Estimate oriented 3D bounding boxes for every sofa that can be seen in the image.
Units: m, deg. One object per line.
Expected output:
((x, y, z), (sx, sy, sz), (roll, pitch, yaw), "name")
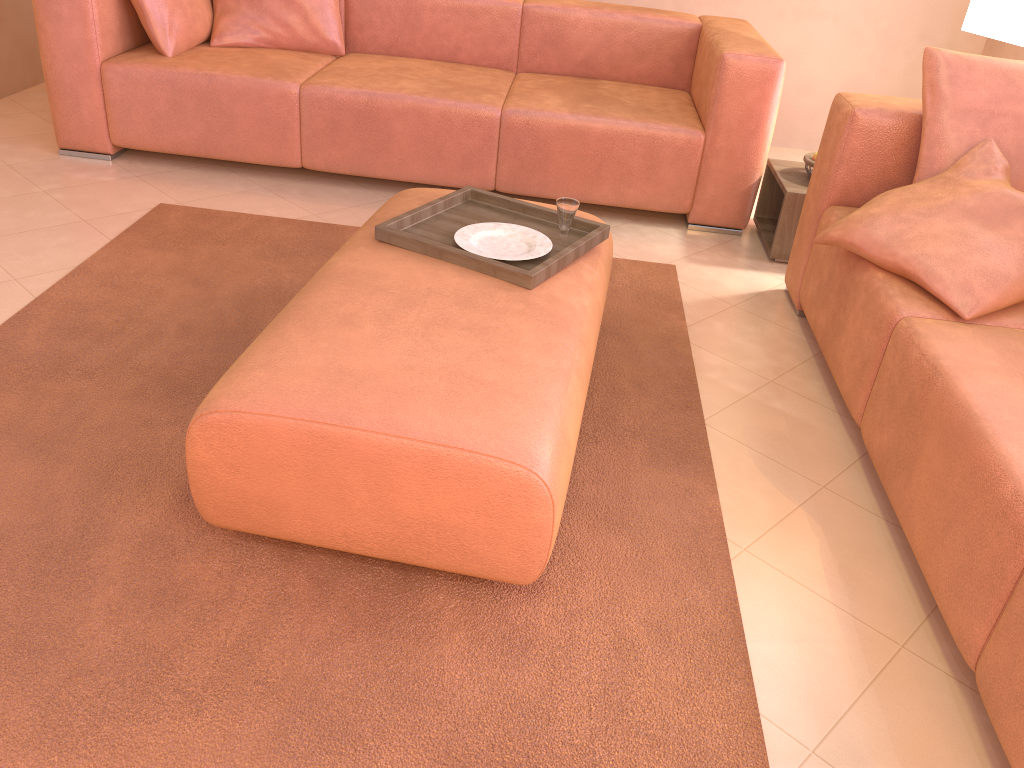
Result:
((-0.378, -1.255, 3.686), (2.781, 0.672, 0.943), (7, 31, 2), "sofa")
((1.282, 0.122, 1.668), (0.943, 0.672, 2.781), (7, 31, 2), "sofa")

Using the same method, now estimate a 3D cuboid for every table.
((1.413, -0.598, 3.304), (0.918, 0.268, 0.412), (7, 31, 2), "table")

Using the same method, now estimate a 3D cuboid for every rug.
((-0.452, 0.132, 1.993), (1.833, 0.005, 2.626), (7, 31, 2), "rug")

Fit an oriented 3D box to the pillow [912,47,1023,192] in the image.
((1.365, -0.635, 2.430), (0.519, 0.455, 0.314), (5, 31, -1), "pillow")

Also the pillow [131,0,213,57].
((-1.394, -1.590, 3.539), (0.335, 0.486, 0.554), (5, 31, -1), "pillow")

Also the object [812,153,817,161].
((1.108, -0.810, 3.199), (0.045, 0.047, 0.055), (-5, 32, -18), "object")

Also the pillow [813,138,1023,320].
((1.127, -0.408, 2.187), (0.514, 0.292, 0.517), (-10, 34, -25), "pillow")

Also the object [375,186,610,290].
((-0.039, -0.379, 2.213), (0.436, 0.034, 0.421), (21, 33, 23), "object")

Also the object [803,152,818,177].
((1.172, -0.773, 3.221), (0.235, 0.071, 0.235), (3, 31, -5), "object")

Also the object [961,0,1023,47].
((1.756, -1.039, 3.056), (0.344, 0.799, 0.344), (-4, 32, -17), "object")

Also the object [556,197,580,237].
((0.136, -0.420, 2.250), (0.061, 0.091, 0.061), (-1, 31, -12), "object")

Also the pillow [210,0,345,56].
((-0.993, -1.672, 3.671), (0.582, 0.528, 0.302), (-1, 31, -13), "pillow")

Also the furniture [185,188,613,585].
((-0.146, -0.121, 2.085), (0.685, 0.301, 1.291), (10, 31, 6), "furniture")

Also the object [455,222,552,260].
((-0.022, -0.342, 2.160), (0.240, 0.018, 0.240), (-13, 36, -29), "object")
